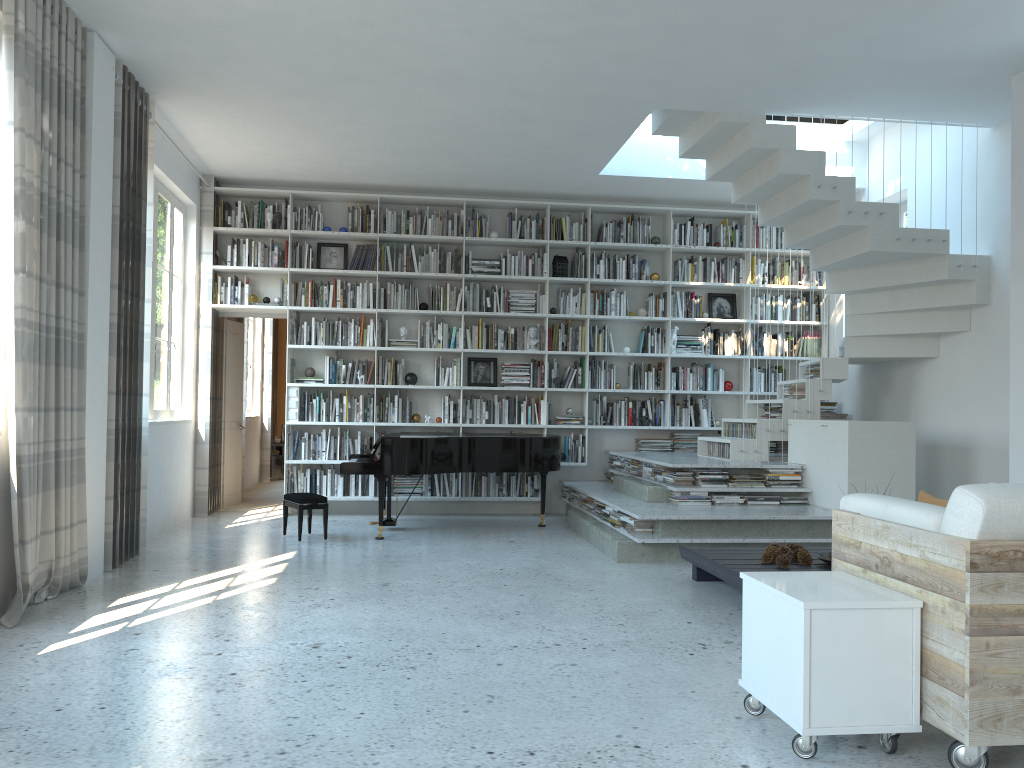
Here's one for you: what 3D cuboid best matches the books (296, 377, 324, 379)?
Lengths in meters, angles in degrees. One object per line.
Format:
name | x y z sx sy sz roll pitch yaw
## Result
books | -1.985 -0.053 8.711 0.254 0.012 0.161 1 -2 -6

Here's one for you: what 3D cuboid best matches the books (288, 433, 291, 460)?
books | -2.178 0.610 8.679 0.012 0.254 0.161 1 -1 -7

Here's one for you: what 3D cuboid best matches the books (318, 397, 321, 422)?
books | -1.891 0.247 8.692 0.009 0.244 0.184 1 -1 -7

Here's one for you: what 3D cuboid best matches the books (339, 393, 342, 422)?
books | -1.692 0.232 8.731 0.014 0.282 0.150 1 -1 -7

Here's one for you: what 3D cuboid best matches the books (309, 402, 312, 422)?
books | -1.961 0.273 8.675 0.019 0.189 0.193 1 -1 -7

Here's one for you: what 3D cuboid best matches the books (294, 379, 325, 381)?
books | -1.984 -0.041 8.704 0.285 0.012 0.159 1 -2 -3

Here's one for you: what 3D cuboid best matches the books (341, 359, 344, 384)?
books | -1.669 -0.118 8.734 0.011 0.250 0.172 1 -1 -7

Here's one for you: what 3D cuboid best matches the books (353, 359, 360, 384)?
books | -1.536 -0.118 8.757 0.060 0.255 0.158 1 -1 -7

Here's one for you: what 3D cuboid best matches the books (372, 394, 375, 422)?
books | -1.367 0.240 8.790 0.024 0.280 0.136 1 -1 -7

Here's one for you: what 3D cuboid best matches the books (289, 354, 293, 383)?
books | -2.166 -0.144 8.692 0.012 0.285 0.159 1 -1 -7

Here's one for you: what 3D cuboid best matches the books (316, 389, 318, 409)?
books | -1.914 0.211 8.706 0.006 0.315 0.145 1 -1 -7

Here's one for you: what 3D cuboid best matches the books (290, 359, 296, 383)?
books | -2.146 -0.123 8.684 0.028 0.243 0.156 1 -1 -7

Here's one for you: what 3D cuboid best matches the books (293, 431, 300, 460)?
books | -2.104 0.596 8.667 0.052 0.283 0.172 1 -1 -7

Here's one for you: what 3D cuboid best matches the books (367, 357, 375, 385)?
books | -1.384 -0.126 8.742 0.082 0.276 0.228 1 -1 -7

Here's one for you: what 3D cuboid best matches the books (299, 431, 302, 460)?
books | -2.076 0.602 8.690 0.010 0.273 0.150 1 -1 -7

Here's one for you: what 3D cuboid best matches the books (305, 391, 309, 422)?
books | -2.010 0.220 8.697 0.014 0.294 0.171 1 -1 -7

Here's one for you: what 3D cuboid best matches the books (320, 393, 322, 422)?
books | -1.869 0.231 8.718 0.009 0.278 0.157 1 -1 -7

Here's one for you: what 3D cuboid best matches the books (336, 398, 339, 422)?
books | -1.713 0.258 8.729 0.027 0.230 0.159 1 -1 -7

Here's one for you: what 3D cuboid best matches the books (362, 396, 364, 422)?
books | -1.472 0.248 8.768 0.013 0.260 0.142 1 -1 -7

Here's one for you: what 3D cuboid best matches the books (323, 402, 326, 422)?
books | -1.833 0.276 8.700 0.016 0.189 0.183 1 -1 -7

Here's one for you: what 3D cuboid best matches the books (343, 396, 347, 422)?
books | -1.644 0.247 8.738 0.026 0.254 0.176 1 -1 -7

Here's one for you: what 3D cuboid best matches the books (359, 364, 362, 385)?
books | -1.491 -0.093 8.755 0.030 0.207 0.172 1 -1 -7

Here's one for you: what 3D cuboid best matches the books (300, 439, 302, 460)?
books | -2.059 0.641 8.692 0.024 0.197 0.148 1 -1 -7

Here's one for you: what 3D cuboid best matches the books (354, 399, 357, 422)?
books | -1.546 0.262 8.759 0.025 0.229 0.153 1 -1 -7

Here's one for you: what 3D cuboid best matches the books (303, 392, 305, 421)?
books | -2.038 0.224 8.703 0.008 0.285 0.159 1 -1 -7

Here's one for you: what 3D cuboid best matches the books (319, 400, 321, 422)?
books | -1.883 0.264 8.724 0.016 0.211 0.146 1 -1 -7

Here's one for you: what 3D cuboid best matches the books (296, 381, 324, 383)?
books | -1.985 -0.016 8.710 0.254 0.012 0.161 1 -2 -6

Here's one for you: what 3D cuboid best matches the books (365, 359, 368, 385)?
books | -1.440 -0.114 8.774 0.021 0.251 0.154 1 -1 -7

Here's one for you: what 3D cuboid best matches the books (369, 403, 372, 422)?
books | -1.402 0.286 8.789 0.023 0.187 0.130 1 -1 -7

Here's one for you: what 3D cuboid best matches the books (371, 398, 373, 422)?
books | -1.382 0.259 8.766 0.010 0.240 0.174 1 -1 -7

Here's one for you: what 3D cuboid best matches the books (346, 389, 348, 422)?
books | -1.622 0.213 8.739 0.021 0.323 0.172 1 -1 -7

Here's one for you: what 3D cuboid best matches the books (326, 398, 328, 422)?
books | -1.821 0.256 8.737 0.016 0.230 0.136 1 -1 -7

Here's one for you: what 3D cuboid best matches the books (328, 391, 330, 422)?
books | -1.790 0.221 8.706 0.019 0.300 0.180 1 -1 -7

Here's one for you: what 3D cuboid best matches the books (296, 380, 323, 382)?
books | -1.985 -0.029 8.706 0.254 0.012 0.161 1 -2 -10

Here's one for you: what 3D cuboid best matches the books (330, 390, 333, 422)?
books | -1.776 0.218 8.720 0.012 0.306 0.189 1 -1 -7

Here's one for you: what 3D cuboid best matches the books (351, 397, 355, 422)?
books | -1.570 0.251 8.741 0.028 0.249 0.159 1 -1 -7

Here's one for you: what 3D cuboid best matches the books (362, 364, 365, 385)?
books | -1.464 -0.093 8.768 0.027 0.209 0.143 1 -1 -7

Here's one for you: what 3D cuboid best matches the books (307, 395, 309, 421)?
books | -1.993 0.239 8.707 0.022 0.257 0.141 1 -1 -7

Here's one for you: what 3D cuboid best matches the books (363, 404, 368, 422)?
books | -1.446 0.287 8.770 0.041 0.181 0.141 1 -1 -7

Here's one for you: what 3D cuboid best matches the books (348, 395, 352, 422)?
books | -1.597 0.244 8.733 0.028 0.260 0.181 1 -1 -7

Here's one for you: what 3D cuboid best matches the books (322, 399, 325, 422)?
books | -1.849 0.260 8.703 0.015 0.219 0.190 1 -1 -7

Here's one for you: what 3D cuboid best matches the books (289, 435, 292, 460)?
books | -2.156 0.618 8.667 0.029 0.239 0.154 1 -1 -7

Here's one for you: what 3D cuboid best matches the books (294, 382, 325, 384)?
books | -1.985 -0.004 8.705 0.285 0.012 0.159 1 -2 -4

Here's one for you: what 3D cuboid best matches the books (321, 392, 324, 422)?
books | -1.858 0.226 8.696 0.007 0.286 0.182 1 -1 -7

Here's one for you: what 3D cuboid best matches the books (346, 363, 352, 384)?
books | -1.609 -0.098 8.762 0.056 0.214 0.142 1 -1 -7

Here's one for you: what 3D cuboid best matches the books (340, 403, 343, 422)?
books | -1.670 0.282 8.724 0.029 0.181 0.190 1 -1 -7

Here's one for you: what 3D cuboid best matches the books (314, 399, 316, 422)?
books | -1.924 0.260 8.694 0.015 0.217 0.180 1 -1 -7

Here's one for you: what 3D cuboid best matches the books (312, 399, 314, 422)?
books | -1.940 0.259 8.705 0.015 0.218 0.176 1 -1 -7

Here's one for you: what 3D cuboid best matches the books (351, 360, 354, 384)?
books | -1.575 -0.111 8.766 0.013 0.242 0.141 1 -1 -7

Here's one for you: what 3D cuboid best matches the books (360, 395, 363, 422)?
books | -1.486 0.244 8.747 0.021 0.265 0.185 1 -1 -7

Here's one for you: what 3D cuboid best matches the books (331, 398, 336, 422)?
books | -1.751 0.257 8.741 0.045 0.230 0.138 1 -1 -7

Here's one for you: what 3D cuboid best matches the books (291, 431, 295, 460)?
books | -2.134 0.599 8.654 0.011 0.277 0.189 1 -1 -7

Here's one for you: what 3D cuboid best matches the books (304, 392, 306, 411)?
books | -2.026 0.222 8.702 0.016 0.289 0.152 1 -1 -7

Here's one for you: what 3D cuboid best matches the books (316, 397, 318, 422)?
books | -1.904 0.247 8.704 0.014 0.243 0.171 1 -1 -7

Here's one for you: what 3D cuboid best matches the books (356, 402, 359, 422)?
books | -1.522 0.280 8.764 0.023 0.194 0.140 1 -1 -7

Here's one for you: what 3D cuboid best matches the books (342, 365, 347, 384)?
books | -1.648 -0.088 8.724 0.029 0.190 0.189 1 -1 -7

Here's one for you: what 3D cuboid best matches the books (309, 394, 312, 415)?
books | -1.976 0.235 8.690 0.007 0.264 0.177 1 -1 -7

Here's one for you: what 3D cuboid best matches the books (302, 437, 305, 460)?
books | -2.033 0.629 8.674 0.022 0.220 0.187 1 -1 -7

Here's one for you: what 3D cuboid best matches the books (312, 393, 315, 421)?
books | -1.950 0.228 8.698 0.008 0.279 0.164 1 -1 -7

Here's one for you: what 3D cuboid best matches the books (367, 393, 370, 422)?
books | -1.416 0.235 8.755 0.014 0.286 0.179 1 -1 -7
